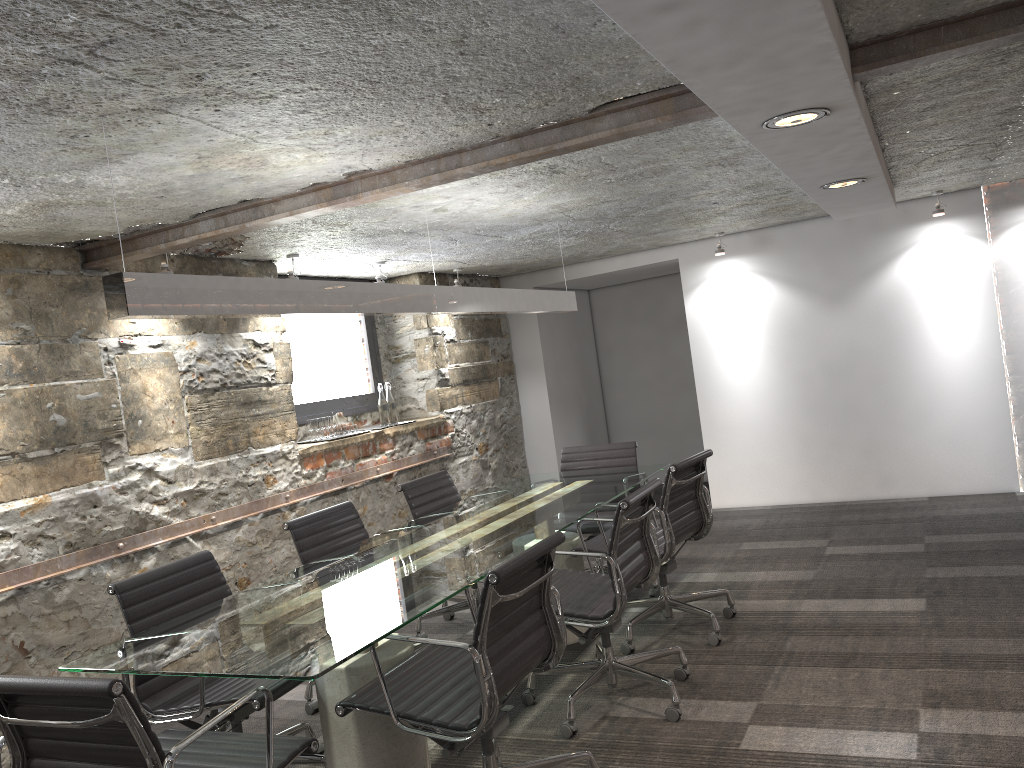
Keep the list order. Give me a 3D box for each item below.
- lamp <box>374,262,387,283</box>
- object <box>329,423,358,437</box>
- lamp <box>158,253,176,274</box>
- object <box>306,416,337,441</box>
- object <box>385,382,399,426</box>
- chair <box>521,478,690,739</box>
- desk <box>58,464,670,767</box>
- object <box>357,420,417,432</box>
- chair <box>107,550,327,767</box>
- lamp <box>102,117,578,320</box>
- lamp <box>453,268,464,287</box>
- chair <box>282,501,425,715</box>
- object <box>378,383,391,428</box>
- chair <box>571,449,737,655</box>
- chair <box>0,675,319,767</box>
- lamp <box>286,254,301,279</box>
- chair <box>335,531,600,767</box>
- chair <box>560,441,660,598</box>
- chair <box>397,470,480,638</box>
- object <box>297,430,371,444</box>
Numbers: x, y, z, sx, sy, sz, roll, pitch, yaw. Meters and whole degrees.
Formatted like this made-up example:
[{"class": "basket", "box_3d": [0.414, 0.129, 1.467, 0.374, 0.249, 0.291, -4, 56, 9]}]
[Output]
[{"class": "lamp", "box_3d": [-0.857, -0.705, 5.748, 0.098, 0.165, 0.077, -9, 1, -31]}, {"class": "object", "box_3d": [-1.090, 0.289, 5.701, 0.111, 0.072, 0.191, -7, 1, 33]}, {"class": "lamp", "box_3d": [-1.617, -0.566, 4.145, 0.098, 0.165, 0.077, -9, 1, -31]}, {"class": "object", "box_3d": [-1.180, 0.276, 5.503, 0.108, 0.131, 0.218, -7, 1, 24]}, {"class": "object", "box_3d": [-0.840, 0.137, 6.126, 0.073, 0.300, 0.073, -8, 1, -6]}, {"class": "chair", "box_3d": [0.305, 0.844, 3.513, 0.667, 0.837, 0.693, -8, 1, 15]}, {"class": "desk", "box_3d": [-0.149, 0.968, 3.708, 0.909, 0.711, 3.154, -7, 1, 26]}, {"class": "object", "box_3d": [-0.899, 0.293, 6.111, 0.310, 0.007, 0.457, -7, 1, 26]}, {"class": "chair", "box_3d": [-0.936, 1.027, 3.062, 0.667, 0.837, 0.693, -8, 1, 13]}, {"class": "lamp", "box_3d": [-0.365, -0.552, 3.677, 0.073, 0.524, 3.159, -7, 1, 26]}, {"class": "lamp", "box_3d": [-0.412, -0.786, 6.687, 0.098, 0.165, 0.077, -9, 1, -31]}, {"class": "chair", "box_3d": [-0.576, 0.959, 3.924, 0.667, 0.837, 0.693, -8, 1, 16]}, {"class": "object", "box_3d": [-0.880, 0.144, 6.042, 0.073, 0.300, 0.073, -8, 1, -6]}, {"class": "chair", "box_3d": [0.663, 0.779, 4.277, 0.667, 0.837, 0.693, -7, 1, 24]}, {"class": "chair", "box_3d": [-0.864, 1.035, 2.199, 0.693, 0.837, 0.667, -8, 1, 16]}, {"class": "lamp", "box_3d": [-1.229, -0.637, 4.963, 0.098, 0.165, 0.077, -9, 1, -31]}, {"class": "chair", "box_3d": [-0.139, 0.923, 2.687, 0.667, 0.837, 0.693, -8, 1, 17]}, {"class": "chair", "box_3d": [0.449, 0.793, 5.005, 0.693, 0.837, 0.667, -8, 1, 18]}, {"class": "chair", "box_3d": [-0.185, 0.888, 4.709, 0.667, 0.837, 0.693, -8, 1, 17]}, {"class": "object", "box_3d": [-1.140, 0.337, 5.603, 0.310, 0.007, 0.457, -7, 1, 26]}]
